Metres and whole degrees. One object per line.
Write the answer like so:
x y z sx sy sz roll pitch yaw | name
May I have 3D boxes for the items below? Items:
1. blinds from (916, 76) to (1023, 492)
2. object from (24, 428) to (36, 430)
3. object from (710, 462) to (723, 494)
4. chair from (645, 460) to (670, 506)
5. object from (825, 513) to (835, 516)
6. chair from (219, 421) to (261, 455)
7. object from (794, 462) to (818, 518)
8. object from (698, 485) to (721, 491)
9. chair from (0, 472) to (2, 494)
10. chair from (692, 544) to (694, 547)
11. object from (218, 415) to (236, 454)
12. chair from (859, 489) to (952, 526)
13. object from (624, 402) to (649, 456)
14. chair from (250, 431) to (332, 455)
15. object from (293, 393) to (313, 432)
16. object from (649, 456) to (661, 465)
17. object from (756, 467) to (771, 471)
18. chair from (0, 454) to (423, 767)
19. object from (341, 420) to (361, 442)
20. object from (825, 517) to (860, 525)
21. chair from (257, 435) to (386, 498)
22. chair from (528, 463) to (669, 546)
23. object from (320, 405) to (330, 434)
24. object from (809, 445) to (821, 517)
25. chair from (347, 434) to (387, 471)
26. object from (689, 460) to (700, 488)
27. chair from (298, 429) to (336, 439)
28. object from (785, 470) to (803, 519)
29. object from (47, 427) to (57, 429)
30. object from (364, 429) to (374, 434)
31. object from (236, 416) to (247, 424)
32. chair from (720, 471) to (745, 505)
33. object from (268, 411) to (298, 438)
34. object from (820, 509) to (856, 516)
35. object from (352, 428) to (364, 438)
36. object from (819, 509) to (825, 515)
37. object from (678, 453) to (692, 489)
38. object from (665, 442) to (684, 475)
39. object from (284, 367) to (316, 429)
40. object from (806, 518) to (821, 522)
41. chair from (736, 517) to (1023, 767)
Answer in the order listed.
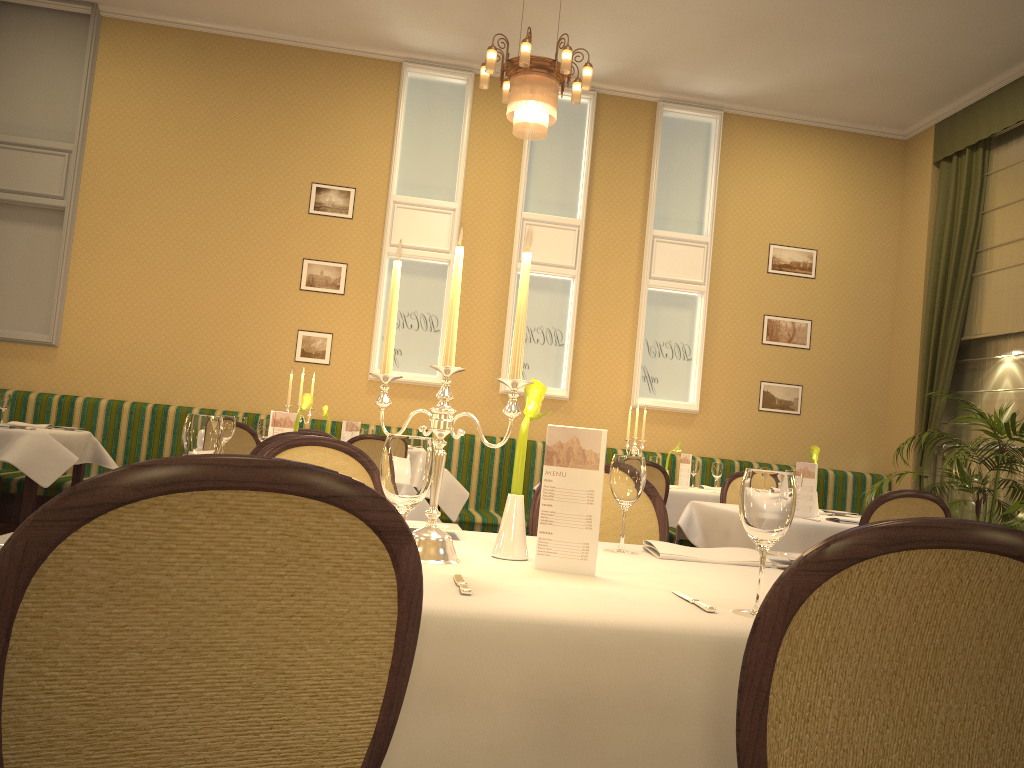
4.046 -0.407 7.449 0.225 4.537 1.934 6 -4 -9 | blinds
-3.295 0.307 6.056 0.038 0.015 0.181 6 -4 -7 | object
1.546 0.710 6.695 0.088 0.229 0.088 2 -5 40 | object
0.821 1.017 6.390 0.530 0.955 0.571 6 -4 -8 | chair
1.746 0.722 4.939 0.038 0.015 0.181 6 -4 -7 | object
-1.808 0.737 6.013 0.530 0.955 0.571 4 -4 17 | chair
1.486 0.540 4.541 0.081 0.277 0.166 6 -4 -2 | object
1.708 0.873 7.401 0.273 0.033 0.142 6 -4 -8 | object
-3.676 0.540 5.755 0.530 0.955 0.571 6 -4 -8 | chair
1.656 1.103 6.474 0.530 0.955 0.571 6 -4 -8 | chair
-1.318 0.259 4.059 0.088 0.229 0.088 3 -5 34 | object
1.643 0.943 4.053 0.530 0.955 0.571 6 -4 -8 | chair
0.976 0.467 7.044 0.131 0.655 0.390 6 -4 -2 | object
-0.984 0.664 3.682 0.530 0.955 0.571 8 -4 -28 | chair
-1.035 0.230 4.307 0.076 0.375 0.163 8 -4 -31 | object
1.071 0.664 6.697 0.088 0.229 0.088 2 -5 40 | object
1.386 0.578 4.921 0.088 0.229 0.088 2 -5 40 | object
-0.433 0.546 1.062 0.530 0.955 0.571 8 -4 -28 | chair
-1.190 0.419 6.639 0.081 0.277 0.166 2 -5 43 | object
1.693 0.674 4.333 0.273 0.024 0.142 6 -4 -8 | object
-0.463 0.628 2.365 0.530 0.955 0.571 8 -4 -33 | chair
0.278 0.706 2.460 0.530 0.955 0.571 6 -4 -8 | chair
-1.401 0.350 6.678 0.076 0.375 0.163 5 -4 14 | object
1.610 0.513 4.728 0.076 0.375 0.163 5 -4 14 | object
-1.006 0.823 6.131 0.530 0.955 0.571 6 -4 -8 | chair
1.514 0.752 7.390 0.088 0.229 0.088 2 -5 40 | object
-1.135 0.731 4.917 0.530 0.955 0.571 7 -4 -18 | chair
1.350 0.532 4.275 0.088 0.229 0.088 2 -5 40 | object
-3.448 0.332 6.659 0.038 0.015 0.181 6 -4 -7 | object
-1.145 0.470 7.016 0.088 0.229 0.088 3 -5 34 | object
-2.111 0.368 6.885 0.088 0.229 0.088 2 -5 40 | object
1.514 1.011 5.288 0.530 0.955 0.571 6 -4 -8 | chair
-1.160 0.273 4.373 0.081 0.277 0.166 3 -5 38 | object
1.841 0.731 4.999 0.160 0.024 0.160 6 -4 -8 | object
-1.119 0.432 6.398 0.088 0.229 0.088 2 -5 40 | object
1.581 0.699 4.932 0.273 0.033 0.142 6 -4 -8 | object
1.366 0.691 7.011 0.081 0.277 0.166 5 -4 8 | object
1.282 0.639 7.122 0.163 0.375 0.076 7 -4 -21 | object
-1.603 0.193 6.673 0.131 0.655 0.390 5 -4 6 | object
1.441 0.651 4.284 0.017 0.010 0.185 6 -4 -8 | object
0.407 0.638 1.225 0.530 0.955 0.571 6 -4 -8 | chair
